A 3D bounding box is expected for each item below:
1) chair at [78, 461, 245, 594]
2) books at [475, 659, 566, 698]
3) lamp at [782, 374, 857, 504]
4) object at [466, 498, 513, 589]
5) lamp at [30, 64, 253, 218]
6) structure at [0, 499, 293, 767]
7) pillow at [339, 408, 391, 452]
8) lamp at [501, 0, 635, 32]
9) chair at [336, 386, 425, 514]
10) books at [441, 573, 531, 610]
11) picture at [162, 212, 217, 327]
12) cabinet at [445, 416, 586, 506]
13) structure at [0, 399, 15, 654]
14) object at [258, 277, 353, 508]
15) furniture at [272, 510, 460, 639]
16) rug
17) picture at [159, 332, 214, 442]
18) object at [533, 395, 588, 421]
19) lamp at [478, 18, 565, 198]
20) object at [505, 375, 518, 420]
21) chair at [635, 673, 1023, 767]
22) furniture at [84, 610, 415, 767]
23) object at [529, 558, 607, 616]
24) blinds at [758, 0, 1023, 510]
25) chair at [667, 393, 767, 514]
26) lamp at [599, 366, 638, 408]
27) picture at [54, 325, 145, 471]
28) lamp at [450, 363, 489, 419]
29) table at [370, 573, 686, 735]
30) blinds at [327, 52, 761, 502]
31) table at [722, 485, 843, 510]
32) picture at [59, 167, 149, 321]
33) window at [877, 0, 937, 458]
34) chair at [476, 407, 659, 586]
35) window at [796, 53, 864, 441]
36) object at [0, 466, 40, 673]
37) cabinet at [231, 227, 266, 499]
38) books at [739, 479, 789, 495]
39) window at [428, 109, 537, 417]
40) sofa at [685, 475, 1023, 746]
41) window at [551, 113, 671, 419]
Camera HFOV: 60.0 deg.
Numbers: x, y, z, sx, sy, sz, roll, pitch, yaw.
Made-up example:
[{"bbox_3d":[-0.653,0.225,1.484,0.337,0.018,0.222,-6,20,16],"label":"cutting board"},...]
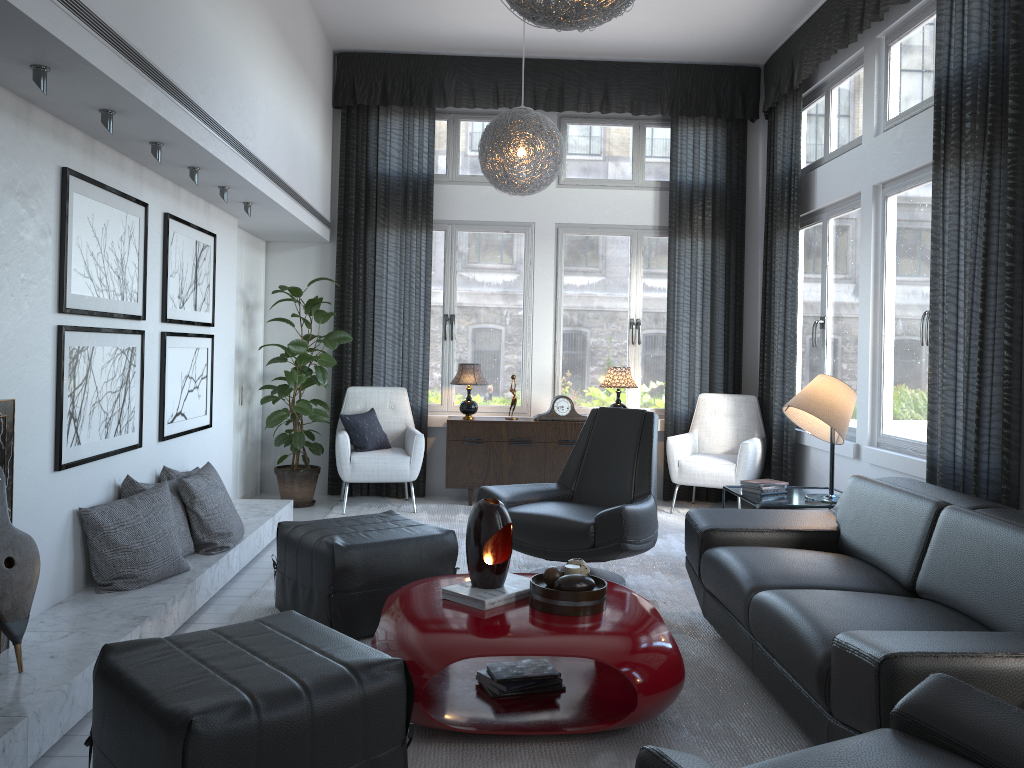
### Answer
[{"bbox_3d":[-1.481,0.585,3.994,0.391,0.431,1.337,1,2,-2],"label":"chair"},{"bbox_3d":[0.030,0.953,2.889,0.272,0.054,0.204,0,2,-27],"label":"books"},{"bbox_3d":[1.713,0.476,3.916,0.474,1.015,1.168,1,1,-28],"label":"lamp"},{"bbox_3d":[-0.076,0.515,2.884,0.151,0.280,0.153,1,0,37],"label":"object"},{"bbox_3d":[-1.371,-0.881,2.787,0.053,0.081,4.255,1,2,-2],"label":"lamp"},{"bbox_3d":[-1.403,0.914,1.880,0.393,0.135,7.211,1,2,-2],"label":"structure"},{"bbox_3d":[-1.017,0.322,6.177,0.253,0.296,0.357,2,1,24],"label":"pillow"},{"bbox_3d":[0.181,-1.656,2.498,0.515,1.306,0.512,1,0,-8],"label":"lamp"},{"bbox_3d":[-0.933,0.441,6.184,0.594,0.823,0.613,1,1,-12],"label":"chair"},{"bbox_3d":[-0.051,0.671,2.884,0.201,0.030,0.306,3,3,43],"label":"books"},{"bbox_3d":[-1.663,-0.568,4.599,0.020,0.523,0.792,1,1,-2],"label":"picture"},{"bbox_3d":[0.225,0.566,6.436,1.398,0.613,0.386,1,0,-2],"label":"cabinet"},{"bbox_3d":[-1.764,0.534,1.875,0.520,0.924,1.687,1,2,-2],"label":"structure"},{"bbox_3d":[-1.441,0.053,6.078,0.936,1.589,0.639,2,0,43],"label":"object"},{"bbox_3d":[-0.611,0.763,3.656,0.598,0.378,0.614,0,2,-39],"label":"furniture"},{"bbox_3d":[0.405,1.007,2.471,2.954,0.032,7.773,1,2,-2],"label":"rug"},{"bbox_3d":[-1.676,-0.002,4.597,0.020,0.523,0.792,1,1,-2],"label":"picture"},{"bbox_3d":[0.364,0.173,6.410,0.406,0.180,0.181,1,1,-2],"label":"object"},{"bbox_3d":[0.065,-1.758,5.242,0.512,1.306,0.515,1,0,-8],"label":"lamp"},{"bbox_3d":[0.001,0.093,6.410,0.096,0.324,0.096,1,0,-3],"label":"object"},{"bbox_3d":[0.737,0.650,1.346,0.840,0.810,0.805,1,1,-30],"label":"chair"},{"bbox_3d":[-0.628,0.819,2.098,0.614,0.378,0.599,0,2,-44],"label":"furniture"},{"bbox_3d":[0.178,0.632,2.791,0.243,0.133,0.242,2,2,35],"label":"object"},{"bbox_3d":[1.930,-0.690,5.083,0.189,3.277,3.213,1,1,-3],"label":"blinds"},{"bbox_3d":[1.456,0.491,6.269,0.594,0.823,0.612,2,1,28],"label":"chair"},{"bbox_3d":[0.771,0.074,6.414,0.280,0.397,0.281,1,1,23],"label":"lamp"},{"bbox_3d":[-1.635,0.036,3.557,0.020,0.523,0.792,1,1,-2],"label":"picture"},{"bbox_3d":[-0.309,0.052,6.369,0.280,0.397,0.281,1,1,23],"label":"lamp"},{"bbox_3d":[0.027,0.837,2.872,0.942,0.300,0.939,1,2,-3],"label":"table"},{"bbox_3d":[0.246,-0.782,6.619,3.212,3.278,0.189,1,0,-3],"label":"blinds"},{"bbox_3d":[1.417,0.760,4.421,0.593,0.410,0.593,1,1,-2],"label":"table"},{"bbox_3d":[-1.620,-0.529,3.559,0.020,0.523,0.792,1,1,-2],"label":"picture"},{"bbox_3d":[2.106,-0.782,4.371,0.133,2.323,1.268,1,0,-2],"label":"window"},{"bbox_3d":[0.373,0.534,4.320,0.841,0.810,0.804,2,1,35],"label":"chair"},{"bbox_3d":[2.047,-0.834,5.788,0.133,2.323,1.268,1,0,-2],"label":"window"},{"bbox_3d":[-1.476,0.531,2.574,0.175,0.580,0.196,1,0,-22],"label":"object"},{"bbox_3d":[-1.930,-0.105,6.051,0.191,1.895,1.172,1,0,-2],"label":"cabinet"},{"bbox_3d":[1.295,0.527,4.561,0.215,0.050,0.161,0,2,-30],"label":"books"},{"bbox_3d":[-0.464,-0.923,6.722,1.268,2.323,0.133,1,0,-2],"label":"window"},{"bbox_3d":[1.245,0.700,2.947,0.936,0.616,1.906,1,2,-2],"label":"sofa"},{"bbox_3d":[0.953,-0.894,6.781,1.268,2.323,0.133,1,0,-2],"label":"window"}]
